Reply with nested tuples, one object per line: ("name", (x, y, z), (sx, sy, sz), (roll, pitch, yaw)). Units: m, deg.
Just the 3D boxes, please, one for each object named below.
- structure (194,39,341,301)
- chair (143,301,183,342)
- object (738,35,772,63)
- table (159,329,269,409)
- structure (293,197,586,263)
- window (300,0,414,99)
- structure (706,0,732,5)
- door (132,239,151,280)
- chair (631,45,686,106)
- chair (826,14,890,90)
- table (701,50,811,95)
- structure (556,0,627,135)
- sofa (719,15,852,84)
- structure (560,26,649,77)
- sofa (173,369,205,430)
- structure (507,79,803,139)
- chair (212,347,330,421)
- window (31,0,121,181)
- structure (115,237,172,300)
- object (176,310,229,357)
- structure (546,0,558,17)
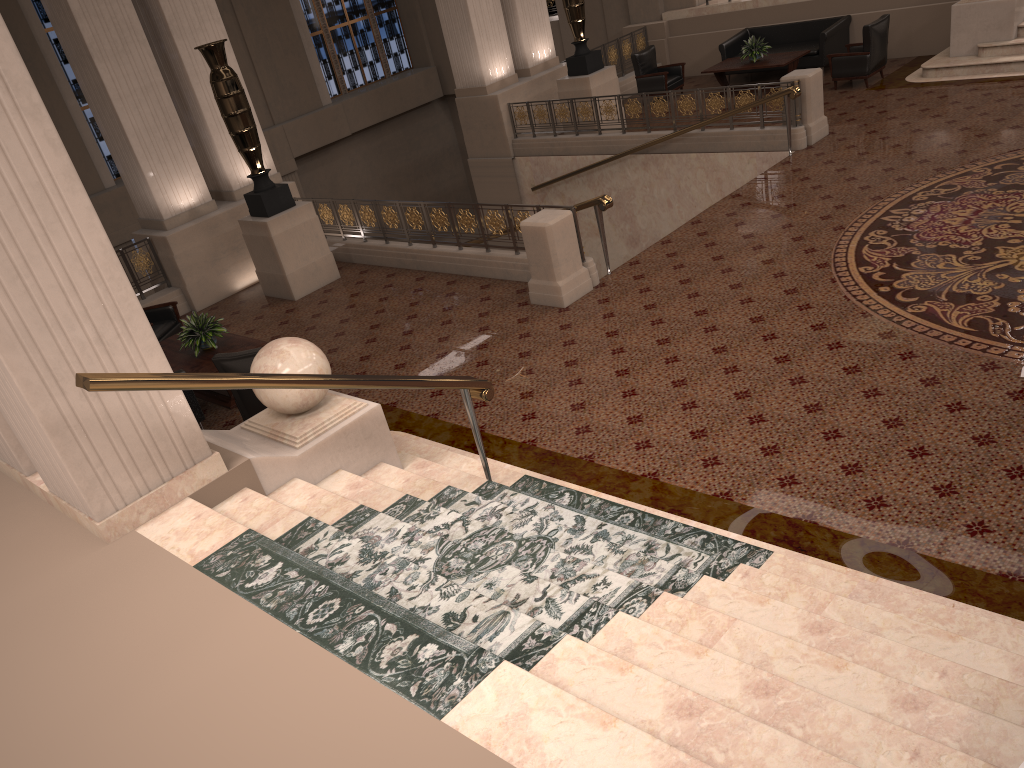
("structure", (-2.907, -2.434, 10.188), (0.689, 2.928, 0.678), (17, 42, 42))
("chair", (-4.107, -0.665, 9.709), (0.719, 0.886, 0.615), (-7, 30, 13))
("object", (3.810, -5.288, 13.872), (0.500, 0.395, 0.502), (-18, 28, -6))
("table", (-3.010, -0.123, 8.583), (1.452, 0.458, 0.812), (13, 39, 43))
("structure", (-1.070, -1.833, 10.117), (4.856, 0.564, 0.077), (13, 40, 43))
("window", (-4.008, -9.357, 19.255), (0.068, 5.626, 2.895), (18, 43, 43))
("structure", (4.741, -6.792, 14.447), (3.636, 0.656, 0.031), (12, 39, 42))
("door", (-6.810, -1.967, 18.171), (0.152, 2.860, 1.445), (18, 43, 43))
("chair", (2.499, -5.269, 14.990), (0.709, 0.886, 0.624), (11, 38, 38))
("chair", (5.050, -4.802, 12.793), (0.706, 0.886, 0.627), (15, 41, 42))
("table", (3.901, -4.939, 14.104), (1.452, 0.458, 0.812), (13, 39, 43))
("structure", (1.037, -5.182, 13.339), (0.689, 2.928, 0.678), (17, 42, 42))
("sofa", (4.480, -5.483, 14.524), (1.892, 0.743, 0.847), (13, 39, 42))
("structure", (1.717, -5.775, 15.865), (0.031, 0.687, 2.457), (18, 42, 43))
("sofa", (-3.654, 0.184, 8.027), (1.892, 0.743, 0.847), (13, 39, 42))
("structure", (1.746, -3.795, 12.366), (4.861, 0.565, 0.077), (12, 39, 42))
("chair", (-1.957, -0.020, 7.385), (0.649, 0.886, 0.681), (-10, 29, 9))
("window", (-7.520, -6.910, 16.449), (0.068, 5.626, 2.895), (18, 43, 43))
("structure", (-5.231, -0.934, 10.315), (0.031, 0.687, 2.457), (18, 42, 43))
("object", (-2.953, -0.510, 8.345), (0.500, 0.395, 0.502), (-18, 28, -6))
("structure", (0.198, -8.003, 18.717), (2.121, 0.702, 0.030), (13, 40, 42))
